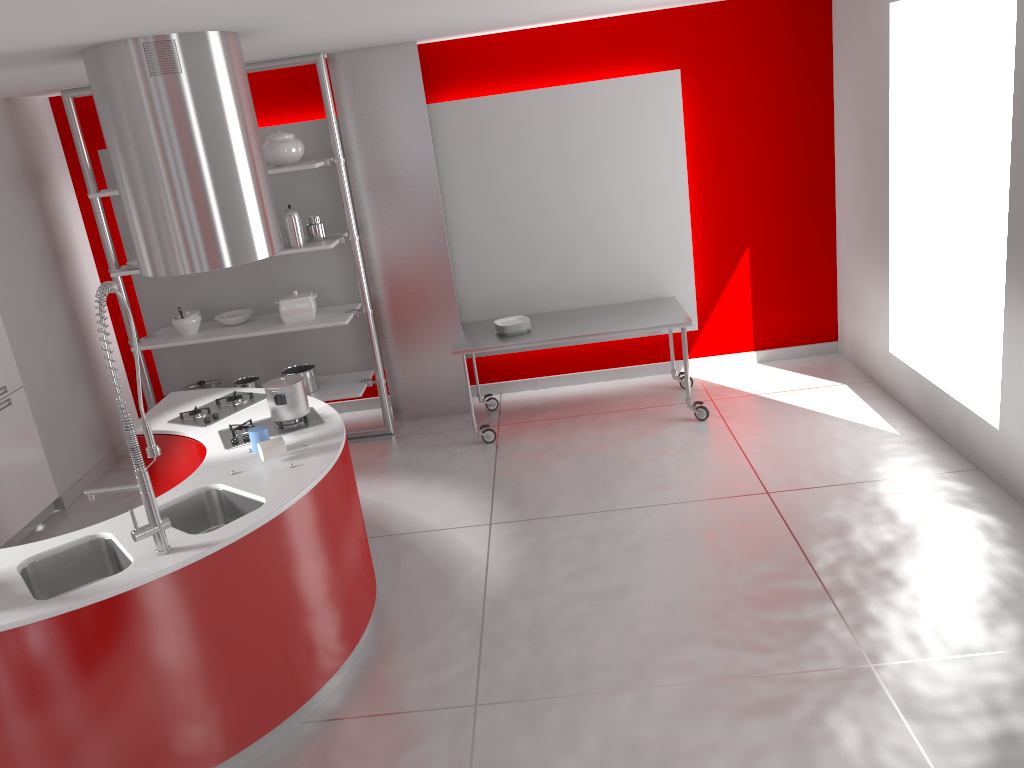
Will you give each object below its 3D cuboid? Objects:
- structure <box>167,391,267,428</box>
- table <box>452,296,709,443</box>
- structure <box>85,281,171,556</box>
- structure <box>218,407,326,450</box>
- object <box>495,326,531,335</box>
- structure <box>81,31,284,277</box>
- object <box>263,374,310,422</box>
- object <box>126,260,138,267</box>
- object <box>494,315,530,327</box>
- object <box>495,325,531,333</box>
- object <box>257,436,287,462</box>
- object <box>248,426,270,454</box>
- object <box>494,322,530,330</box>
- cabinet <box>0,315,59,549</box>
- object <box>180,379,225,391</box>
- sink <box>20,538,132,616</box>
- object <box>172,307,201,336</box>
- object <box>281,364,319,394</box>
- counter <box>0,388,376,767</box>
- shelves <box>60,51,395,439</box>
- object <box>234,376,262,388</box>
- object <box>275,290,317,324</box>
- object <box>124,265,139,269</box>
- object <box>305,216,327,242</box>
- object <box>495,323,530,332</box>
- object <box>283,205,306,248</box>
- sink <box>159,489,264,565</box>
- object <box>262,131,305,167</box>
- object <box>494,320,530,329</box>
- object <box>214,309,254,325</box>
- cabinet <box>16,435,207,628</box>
[{"bbox_3d":[-1.480,0.109,4.503,0.303,0.037,0.457,4,21,31],"label":"structure"},{"bbox_3d":[0.463,-0.101,6.117,1.627,0.682,0.749,-7,18,4],"label":"table"},{"bbox_3d":[-1.290,0.130,2.936,0.178,0.920,0.308,10,25,44],"label":"structure"},{"bbox_3d":[-1.121,0.187,4.115,0.457,0.037,0.303,-15,19,-21],"label":"structure"},{"bbox_3d":[0.006,-0.369,5.992,0.228,0.020,0.228,-13,19,-14],"label":"object"},{"bbox_3d":[-1.441,-1.016,3.954,0.644,0.958,0.644,-18,21,-29],"label":"structure"},{"bbox_3d":[-1.044,0.060,4.113,0.189,0.185,0.218,-20,22,-33],"label":"object"},{"bbox_3d":[-2.438,-0.809,5.912,0.244,0.042,0.244,-12,18,-12],"label":"object"},{"bbox_3d":[-0.001,-0.417,5.976,0.228,0.020,0.228,-13,19,-14],"label":"object"},{"bbox_3d":[0.005,-0.379,5.988,0.228,0.020,0.228,-13,19,-14],"label":"object"},{"bbox_3d":[-1.001,0.266,3.688,0.100,0.080,0.109,-17,20,-25],"label":"object"},{"bbox_3d":[-1.078,0.234,3.788,0.080,0.100,0.109,-16,20,-22],"label":"object"},{"bbox_3d":[0.002,-0.398,5.982,0.228,0.020,0.228,-13,19,-14],"label":"object"},{"bbox_3d":[-3.414,0.286,4.416,0.614,2.026,2.398,-7,18,3],"label":"cabinet"},{"bbox_3d":[-2.227,0.061,6.321,0.308,0.130,0.407,-5,18,10],"label":"object"},{"bbox_3d":[-1.482,0.715,3.066,0.326,0.172,0.428,-20,22,-34],"label":"sink"},{"bbox_3d":[-2.230,-0.444,6.078,0.192,0.214,0.192,-11,18,-10],"label":"object"},{"bbox_3d":[-1.487,-0.029,6.233,0.240,0.161,0.259,-12,19,-13],"label":"object"},{"bbox_3d":[-1.772,0.933,3.604,1.868,0.880,2.865,5,22,35],"label":"counter"},{"bbox_3d":[-1.868,-0.766,6.033,1.735,2.599,0.535,-7,18,3],"label":"shelves"},{"bbox_3d":[-1.864,0.031,6.273,0.182,0.122,0.196,-22,23,-36],"label":"object"},{"bbox_3d":[-1.473,-0.544,6.093,0.282,0.197,0.235,-10,18,-6],"label":"object"},{"bbox_3d":[-2.436,-0.796,5.916,0.280,0.015,0.280,7,23,38],"label":"object"},{"bbox_3d":[-1.323,-1.047,5.973,0.127,0.157,0.127,-4,19,13],"label":"object"},{"bbox_3d":[0.003,-0.388,5.985,0.228,0.020,0.228,-13,19,-14],"label":"object"},{"bbox_3d":[-1.424,-1.032,5.782,0.115,0.274,0.115,-9,18,-4],"label":"object"},{"bbox_3d":[-1.136,0.565,3.374,0.428,0.172,0.326,8,24,40],"label":"sink"},{"bbox_3d":[-1.503,-1.539,5.796,0.287,0.222,0.287,-24,24,-40],"label":"object"},{"bbox_3d":[0.001,-0.408,5.979,0.228,0.020,0.228,-13,19,-14],"label":"object"},{"bbox_3d":[-1.942,-0.457,6.225,0.272,0.072,0.272,-19,21,-31],"label":"object"},{"bbox_3d":[-2.043,0.922,3.648,1.875,0.761,1.025,-23,23,-39],"label":"cabinet"}]
